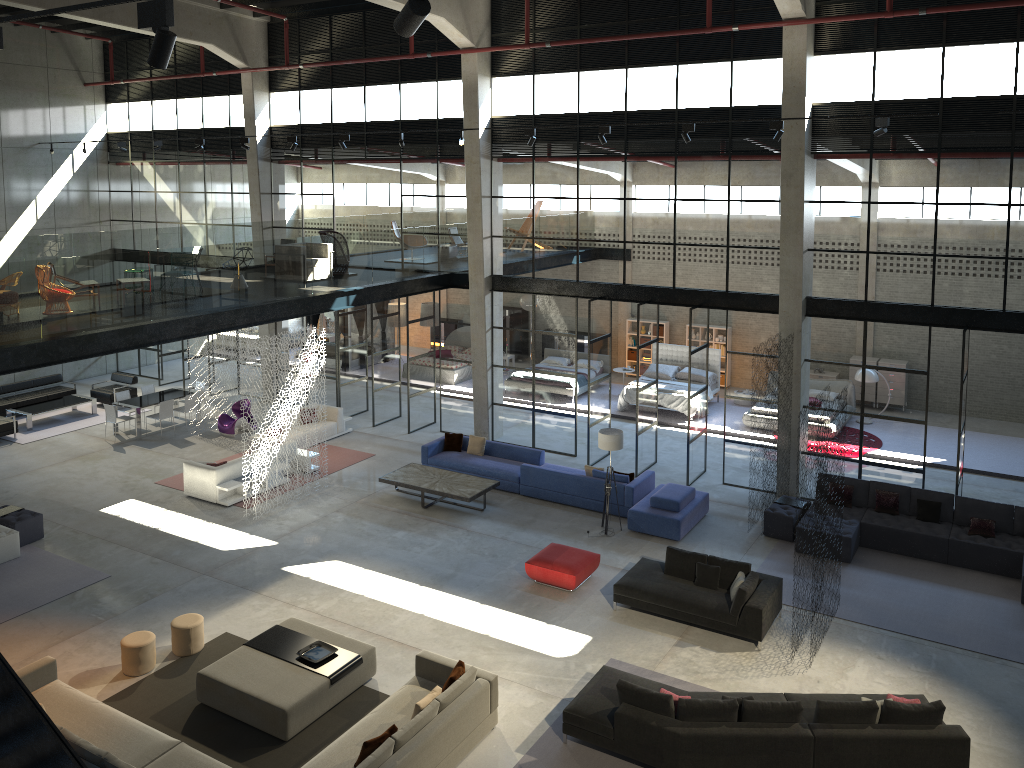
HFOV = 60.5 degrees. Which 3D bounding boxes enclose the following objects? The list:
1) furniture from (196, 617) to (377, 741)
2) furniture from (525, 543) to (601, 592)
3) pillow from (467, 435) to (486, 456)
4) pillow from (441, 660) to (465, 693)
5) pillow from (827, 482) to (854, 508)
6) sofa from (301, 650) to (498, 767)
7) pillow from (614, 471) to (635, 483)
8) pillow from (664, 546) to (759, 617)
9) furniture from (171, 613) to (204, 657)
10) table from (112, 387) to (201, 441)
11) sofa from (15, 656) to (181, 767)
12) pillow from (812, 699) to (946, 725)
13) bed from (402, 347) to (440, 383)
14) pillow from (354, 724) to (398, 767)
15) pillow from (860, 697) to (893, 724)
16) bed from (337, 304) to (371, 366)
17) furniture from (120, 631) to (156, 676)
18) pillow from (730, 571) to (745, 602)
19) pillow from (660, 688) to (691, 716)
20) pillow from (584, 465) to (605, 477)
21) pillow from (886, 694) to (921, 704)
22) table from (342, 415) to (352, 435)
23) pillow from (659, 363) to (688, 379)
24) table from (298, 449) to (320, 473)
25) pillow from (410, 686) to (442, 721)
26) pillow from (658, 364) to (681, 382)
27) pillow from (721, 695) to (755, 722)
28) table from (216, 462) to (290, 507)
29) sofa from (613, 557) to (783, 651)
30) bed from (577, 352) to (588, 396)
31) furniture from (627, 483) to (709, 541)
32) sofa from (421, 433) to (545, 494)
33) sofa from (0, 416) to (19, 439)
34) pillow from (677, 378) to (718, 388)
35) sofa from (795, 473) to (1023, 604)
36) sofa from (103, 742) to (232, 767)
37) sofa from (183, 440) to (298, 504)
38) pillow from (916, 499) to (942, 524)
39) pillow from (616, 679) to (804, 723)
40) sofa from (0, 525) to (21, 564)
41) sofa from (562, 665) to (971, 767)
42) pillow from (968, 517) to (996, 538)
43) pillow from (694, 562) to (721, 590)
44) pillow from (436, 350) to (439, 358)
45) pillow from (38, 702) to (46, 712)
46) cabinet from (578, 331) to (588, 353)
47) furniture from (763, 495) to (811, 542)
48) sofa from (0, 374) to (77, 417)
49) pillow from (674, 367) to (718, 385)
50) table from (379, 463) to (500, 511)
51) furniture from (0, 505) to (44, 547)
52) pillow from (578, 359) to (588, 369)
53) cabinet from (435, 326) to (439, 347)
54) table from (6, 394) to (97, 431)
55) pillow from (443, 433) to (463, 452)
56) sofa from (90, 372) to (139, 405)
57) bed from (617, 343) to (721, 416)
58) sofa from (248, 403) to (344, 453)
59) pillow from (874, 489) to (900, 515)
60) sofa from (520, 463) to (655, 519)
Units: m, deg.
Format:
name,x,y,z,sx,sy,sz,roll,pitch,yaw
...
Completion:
name,x,y,z,sx,sy,sz,roll,pitch,yaw
furniture,-2.649,3.447,10.425,1.456,0.392,1.562,8,15,30
furniture,0.776,2.764,13.293,0.859,0.370,0.869,7,14,30
pillow,-0.729,1.268,18.021,0.404,0.376,0.210,6,9,32
pillow,-0.660,3.288,9.620,0.259,0.365,0.407,1,10,10
pillow,5.660,1.912,15.126,0.415,0.339,0.239,6,10,32
sofa,-1.194,3.621,9.014,1.059,0.710,2.374,6,14,30
pillow,2.035,1.758,15.985,0.398,0.366,0.264,2,8,10
pillow,2.857,2.657,12.152,0.746,0.411,1.609,-7,14,-29
furniture,-4.186,3.233,11.326,0.401,0.394,0.408,4,10,20
table,-8.553,0.693,21.184,0.905,0.745,1.831,6,14,30
sofa,-4.622,3.602,9.111,2.348,0.711,1.070,8,13,31
pillow,3.751,3.415,8.983,1.299,0.404,0.276,0,8,2
bed,-1.863,-0.941,26.488,2.041,1.259,2.378,7,14,31
pillow,-1.317,3.541,8.552,0.271,0.352,0.415,7,12,41
pillow,3.780,3.392,9.133,0.341,0.296,0.225,1,8,4
bed,-5.275,-1.734,28.142,2.259,2.047,2.348,6,12,31
furniture,-4.634,3.339,10.887,0.405,0.394,0.404,-9,13,-43
pillow,3.056,2.739,11.859,0.208,0.310,0.348,1,10,10
pillow,1.723,3.366,9.211,0.342,0.303,0.202,5,9,27
pillow,1.545,1.695,16.230,0.404,0.376,0.210,6,9,32
pillow,4.087,3.377,9.185,0.337,0.283,0.254,3,10,18
table,-4.252,0.942,20.940,0.906,0.364,0.305,7,11,31
pillow,4.218,-0.357,23.583,1.059,0.317,0.496,8,13,30
table,-4.567,1.569,18.329,1.208,0.364,0.305,8,12,31
pillow,-0.907,3.401,9.132,0.208,0.375,0.407,4,11,32
pillow,3.979,-0.304,23.372,1.033,0.368,0.675,9,14,34
pillow,2.344,3.381,9.131,0.355,0.315,0.201,0,8,0
table,-4.941,1.924,16.848,0.302,0.362,1.595,5,14,30
sofa,2.577,2.923,12.224,2.118,0.553,1.099,8,14,31
bed,1.325,-0.279,24.571,2.269,0.855,2.435,7,15,30
furniture,2.767,2.130,15.414,0.954,0.545,1.562,7,14,30
sofa,-0.593,1.582,17.758,2.348,0.595,1.071,8,14,31
sofa,-12.354,0.877,20.435,1.660,0.747,0.833,7,12,31
pillow,4.871,-0.161,23.045,0.965,0.325,0.727,8,14,31
sofa,6.757,2.389,13.796,4.173,0.856,1.855,8,14,31
sofa,-2.634,3.887,7.915,2.348,0.711,1.070,8,13,31
sofa,-5.322,1.655,17.342,0.953,0.658,2.173,6,14,30
pillow,6.849,2.101,14.417,0.385,0.330,0.222,5,10,28
pillow,2.023,3.396,9.071,1.893,0.414,0.443,2,10,11
sofa,-9.624,2.675,12.691,1.834,0.855,4.220,7,15,30
sofa,2.585,3.617,9.325,4.067,0.554,1.502,2,13,10
pillow,7.466,2.285,13.932,0.386,0.228,0.331,7,13,31
pillow,2.718,2.664,12.195,0.344,0.303,0.190,5,9,29
pillow,-2.168,-0.912,26.233,0.876,0.209,0.644,2,13,10
pillow,-4.939,3.418,9.081,0.403,0.376,0.210,6,9,30
cabinet,1.958,-1.045,27.537,2.093,1.142,0.455,7,9,31
furniture,4.737,2.294,15.078,0.512,0.448,0.974,7,14,35
sofa,-12.548,0.372,22.541,0.825,0.744,2.493,6,14,30
pillow,4.827,-0.240,22.975,0.985,0.287,0.702,8,15,33
table,-1.372,1.990,16.491,2.075,0.393,1.043,8,15,31
furniture,-8.425,2.386,14.762,0.963,0.448,0.518,6,12,26
pillow,1.664,-0.581,25.217,1.939,0.308,0.557,8,14,31
cabinet,-2.236,-1.628,29.990,1.046,1.143,0.455,5,8,31
table,-11.469,0.699,21.908,0.906,0.401,1.832,7,15,30
pillow,-1.219,1.214,18.267,0.398,0.366,0.264,2,8,10
sofa,-10.585,0.176,23.349,0.956,0.747,0.833,6,12,31
bed,4.095,-0.097,22.696,2.230,1.395,2.354,6,13,30
sofa,-4.876,1.036,19.920,0.947,0.657,2.182,6,14,30
pillow,6.304,1.990,14.747,0.408,0.371,0.194,6,9,31
sofa,1.410,1.814,16.533,2.348,0.711,1.070,8,13,31
